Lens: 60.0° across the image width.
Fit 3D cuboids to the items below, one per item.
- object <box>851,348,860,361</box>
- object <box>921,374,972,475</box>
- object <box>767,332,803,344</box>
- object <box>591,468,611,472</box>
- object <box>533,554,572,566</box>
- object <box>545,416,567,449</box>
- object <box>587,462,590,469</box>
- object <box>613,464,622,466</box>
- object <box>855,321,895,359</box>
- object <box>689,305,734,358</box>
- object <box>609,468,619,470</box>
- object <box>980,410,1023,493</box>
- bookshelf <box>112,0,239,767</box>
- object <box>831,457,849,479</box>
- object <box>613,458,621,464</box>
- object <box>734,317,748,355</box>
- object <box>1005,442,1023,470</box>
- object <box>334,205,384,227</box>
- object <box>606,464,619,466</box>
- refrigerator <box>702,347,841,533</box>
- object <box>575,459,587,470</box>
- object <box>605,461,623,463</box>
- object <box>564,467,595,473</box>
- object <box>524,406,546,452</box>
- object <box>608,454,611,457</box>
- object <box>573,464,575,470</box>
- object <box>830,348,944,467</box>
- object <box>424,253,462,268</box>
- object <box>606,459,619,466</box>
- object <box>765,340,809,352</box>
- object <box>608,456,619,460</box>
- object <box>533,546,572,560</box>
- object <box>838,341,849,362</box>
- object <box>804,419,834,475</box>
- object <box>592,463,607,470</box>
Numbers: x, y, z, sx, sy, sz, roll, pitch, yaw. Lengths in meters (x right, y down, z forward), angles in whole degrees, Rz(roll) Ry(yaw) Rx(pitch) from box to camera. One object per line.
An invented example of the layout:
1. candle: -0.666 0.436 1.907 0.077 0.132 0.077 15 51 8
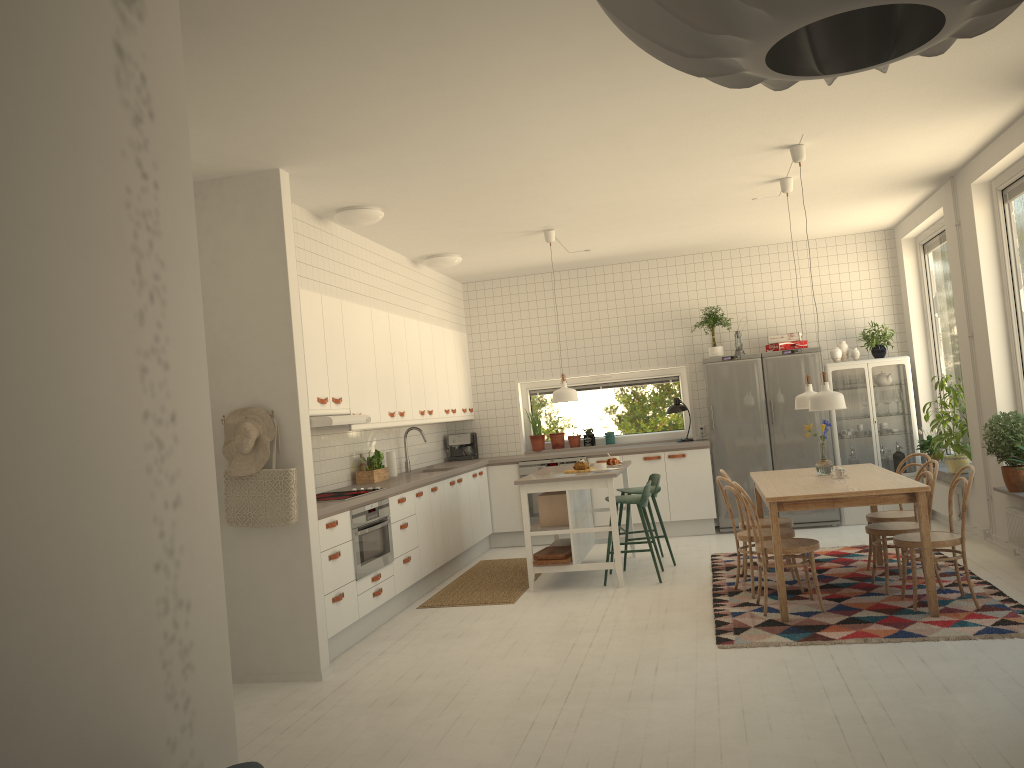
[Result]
1. object: 3.373 -0.292 8.710 0.082 0.126 0.082 -5 -2 -16
2. object: 3.686 0.343 7.473 0.485 0.841 0.615 -5 -2 -9
3. object: 2.765 -0.458 8.966 0.312 0.082 0.308 -6 -2 24
4. object: 0.701 0.682 6.986 0.160 0.020 0.160 -4 -2 -22
5. object: 0.347 1.369 6.983 0.280 0.030 0.430 -6 -2 12
6. object: 0.495 0.533 9.791 0.258 0.370 0.234 -6 -3 24
7. object: 0.597 0.664 7.261 0.083 0.057 0.072 -6 -2 18
8. object: 0.861 0.696 7.590 0.167 0.005 0.167 -6 -2 8
9. object: 3.608 -0.439 8.783 0.371 0.385 0.373 -7 -3 31
10. object: 2.060 -0.539 9.027 0.474 0.545 0.468 -6 -2 26
11. object: 0.782 0.687 7.136 0.167 0.005 0.167 -6 -2 8
12. object: 3.443 0.459 6.098 0.383 0.561 0.395 -6 -2 10
13. bookshelf: -1.050 0.089 1.950 0.710 2.901 0.249 -6 -2 12
14. object: 2.170 0.554 5.880 0.095 0.138 0.155 -6 -2 12
15. object: 0.893 0.664 7.608 0.060 0.059 0.074 -5 -2 -19
16. object: 2.311 -0.482 8.977 0.163 0.383 0.154 -7 -3 35
17. object: 3.313 0.518 5.499 0.417 0.425 0.487 -6 -2 19
18. object: -1.073 -1.165 6.225 0.351 0.101 0.351 -4 -3 -36
19. object: 0.861 0.694 7.594 0.122 0.005 0.120 -6 -2 30
20. refrigerator: 2.601 0.577 8.981 1.145 1.778 0.559 -6 -2 12
21. object: 0.558 0.651 7.188 0.086 0.087 0.090 -6 -2 20
22. object: 0.895 0.692 7.766 0.160 0.020 0.160 -6 -2 8
23. object: 0.581 0.703 7.251 0.237 0.019 0.306 -6 -2 28
24. object: 0.284 0.492 9.823 0.300 0.499 0.333 -5 -2 -5
25. object: 0.876 0.651 7.787 0.028 0.086 0.102 -4 -3 -37
26. object: 0.541 0.665 7.277 0.079 0.067 0.074 -6 -2 14
27. object: 3.572 0.205 8.446 0.942 1.208 0.261 -7 -3 28
28. object: -0.638 -1.134 8.253 0.351 0.101 0.351 -4 -3 -36
29. object: 0.844 0.668 7.585 0.070 0.060 0.131 -3 -3 -40
30. object: 2.774 -0.376 8.959 0.309 0.082 0.312 -5 -2 -8
31. object: 0.893 0.666 7.769 0.094 0.060 0.098 -6 -2 9
32. object: 0.343 1.342 7.062 0.280 0.030 0.430 -6 -2 21
33. object: 3.286 -0.321 8.794 0.102 0.206 0.102 -5 -2 -4
34. object: 2.166 0.439 6.184 0.145 0.389 0.206 -4 -3 -26
35. object: 0.696 0.654 6.986 0.098 0.064 0.094 -4 -2 -30
